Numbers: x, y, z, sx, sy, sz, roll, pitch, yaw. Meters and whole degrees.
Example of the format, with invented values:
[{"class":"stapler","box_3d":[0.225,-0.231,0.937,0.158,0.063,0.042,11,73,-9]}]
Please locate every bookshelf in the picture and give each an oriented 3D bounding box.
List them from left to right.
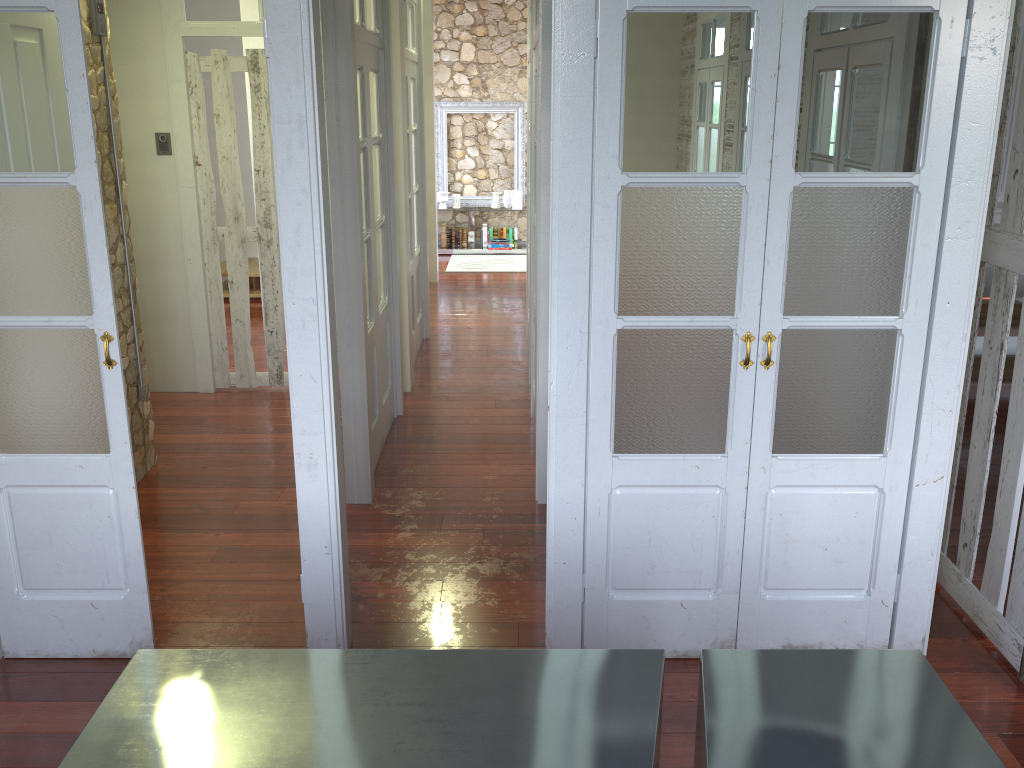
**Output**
[{"class":"bookshelf","box_3d":[-0.504,-1.885,10.863,1.400,0.542,0.406,0,16,0]}]

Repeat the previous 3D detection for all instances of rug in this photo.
[{"class":"rug","box_3d":[-0.197,-1.389,10.179,1.067,0.016,1.084,0,18,0]}]

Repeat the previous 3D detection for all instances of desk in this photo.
[{"class":"desk","box_3d":[0.036,1.115,1.325,1.712,0.645,1.467,0,17,0]}]

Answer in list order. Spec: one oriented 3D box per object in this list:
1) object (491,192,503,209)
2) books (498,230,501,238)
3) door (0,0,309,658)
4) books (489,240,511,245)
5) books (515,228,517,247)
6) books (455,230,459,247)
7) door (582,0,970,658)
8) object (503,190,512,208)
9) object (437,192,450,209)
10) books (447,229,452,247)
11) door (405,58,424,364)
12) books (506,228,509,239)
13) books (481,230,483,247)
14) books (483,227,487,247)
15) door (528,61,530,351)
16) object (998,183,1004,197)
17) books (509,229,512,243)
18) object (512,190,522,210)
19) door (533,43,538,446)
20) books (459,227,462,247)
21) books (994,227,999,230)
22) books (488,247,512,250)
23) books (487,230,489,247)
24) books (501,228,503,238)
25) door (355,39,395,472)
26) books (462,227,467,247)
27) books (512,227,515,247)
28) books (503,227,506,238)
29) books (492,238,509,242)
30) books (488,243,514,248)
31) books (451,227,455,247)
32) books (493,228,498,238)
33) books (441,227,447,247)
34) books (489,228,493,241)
[{"class":"object","box_3d":[-0.188,-2.233,10.744,0.116,0.192,0.137,9,18,29]},{"class":"books","box_3d":[-0.157,-1.810,10.932,0.037,0.211,0.170,0,16,0]},{"class":"door","box_3d":[-1.097,-0.132,2.763,1.190,2.152,0.487,-8,17,-25]},{"class":"books","box_3d":[-0.148,-1.715,10.726,0.254,0.029,0.177,2,18,5]},{"class":"books","box_3d":[0.048,-1.818,10.922,0.034,0.231,0.186,0,16,0]},{"class":"books","box_3d":[-0.675,-1.795,10.921,0.048,0.189,0.146,0,16,0]},{"class":"door","box_3d":[0.751,-0.119,2.721,1.057,2.149,0.041,0,15,0]},{"class":"object","box_3d":[-0.050,-2.237,10.733,0.115,0.206,0.113,13,20,38]},{"class":"object","box_3d":[-0.837,-2.216,10.695,0.173,0.190,0.173,0,16,0]},{"class":"books","box_3d":[-0.771,-1.817,10.927,0.057,0.226,0.192,0,16,0]},{"class":"door","box_3d":[-0.713,-1.188,6.210,0.041,2.057,1.092,0,16,0]},{"class":"books","box_3d":[-0.055,-1.819,10.926,0.034,0.231,0.186,0,16,0]},{"class":"books","box_3d":[-0.371,-1.806,10.931,0.027,0.204,0.163,0,16,0]},{"class":"books","box_3d":[-0.331,-1.837,10.925,0.053,0.265,0.179,0,16,0]},{"class":"door","box_3d":[0.141,-1.188,6.210,0.041,2.057,1.092,0,16,0]},{"class":"object","box_3d":[2.968,-1.178,5.437,0.094,0.185,0.095,-7,17,-24]},{"class":"books","box_3d":[-0.016,-1.816,10.935,0.045,0.219,0.177,0,16,0]},{"class":"object","box_3d":[0.064,-2.209,10.614,0.118,0.224,0.074,0,15,0]},{"class":"door","box_3d":[0.140,-0.636,4.491,0.041,2.057,1.092,0,16,0]},{"class":"books","box_3d":[-0.631,-1.815,10.932,0.038,0.220,0.161,0,16,0]},{"class":"books","box_3d":[2.952,-0.887,5.567,0.151,0.191,0.144,-11,19,-33]},{"class":"books","box_3d":[-0.143,-1.655,10.739,0.284,0.032,0.200,0,18,0]},{"class":"books","box_3d":[-0.291,-1.807,10.932,0.026,0.204,0.163,0,16,0]},{"class":"books","box_3d":[-0.122,-1.819,10.926,0.034,0.231,0.186,0,16,0]},{"class":"door","box_3d":[-0.714,-0.633,4.480,0.041,2.057,1.092,0,16,0]},{"class":"books","box_3d":[-0.585,-1.817,10.928,0.057,0.225,0.173,0,16,0]},{"class":"books","box_3d":[0.018,-1.818,10.925,0.026,0.229,0.162,0,16,0]},{"class":"books","box_3d":[-0.088,-1.818,10.922,0.034,0.231,0.186,0,16,0]},{"class":"books","box_3d":[-0.144,-1.739,10.718,0.204,0.023,0.146,0,18,0]},{"class":"books","box_3d":[-0.143,-1.685,10.731,0.284,0.031,0.200,-5,18,-14]},{"class":"books","box_3d":[-0.721,-1.831,10.905,0.044,0.266,0.142,0,16,0]},{"class":"books","box_3d":[-0.204,-1.816,10.925,0.057,0.225,0.173,0,16,0]},{"class":"books","box_3d":[-0.833,-1.837,10.935,0.066,0.259,0.201,0,16,0]},{"class":"books","box_3d":[-0.255,-1.820,10.947,0.045,0.219,0.177,0,16,0]}]
